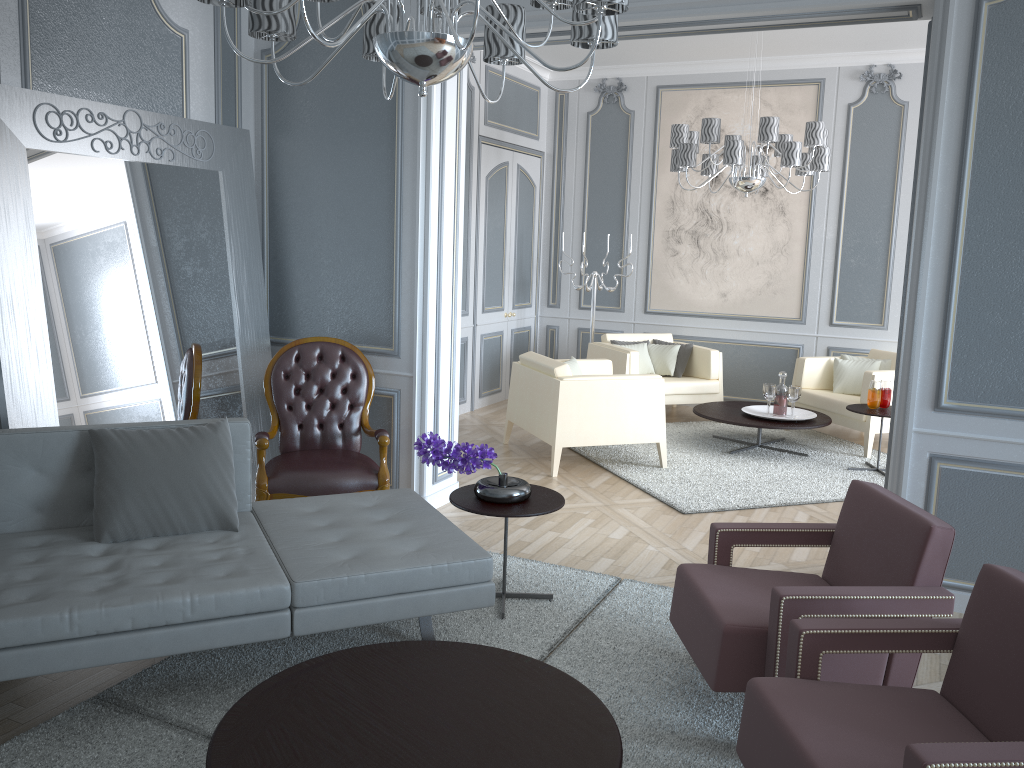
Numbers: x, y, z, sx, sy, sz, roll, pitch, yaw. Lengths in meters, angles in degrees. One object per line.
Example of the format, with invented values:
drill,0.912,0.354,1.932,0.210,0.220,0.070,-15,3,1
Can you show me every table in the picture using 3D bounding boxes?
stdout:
table,1.636,0.308,5.854,0.883,0.238,0.884,6,10,22
table,2.197,0.343,5.291,0.414,0.384,0.415,-1,9,-17
table,-0.205,0.870,1.950,0.883,0.238,0.883,10,12,42
table,-0.023,0.594,3.198,0.414,0.384,0.415,4,9,12

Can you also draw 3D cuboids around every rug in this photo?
rug,-0.252,0.971,2.034,2.019,0.010,3.210,6,10,25
rug,1.452,0.454,5.628,2.000,0.010,2.005,-1,10,-20

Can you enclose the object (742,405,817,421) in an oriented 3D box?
object,1.724,0.195,5.734,0.468,0.028,0.469,9,11,37

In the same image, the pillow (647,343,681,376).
pillow,1.123,-0.188,6.805,0.312,0.245,0.164,7,10,29

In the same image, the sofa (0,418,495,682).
sofa,-1.214,0.516,2.539,2.205,0.666,0.812,-2,10,-25

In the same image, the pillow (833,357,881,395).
pillow,2.408,-0.048,6.204,0.312,0.245,0.164,5,9,19

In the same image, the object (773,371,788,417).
object,1.738,0.062,5.723,0.086,0.289,0.086,-6,11,-43

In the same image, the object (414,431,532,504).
object,-0.139,0.292,3.149,0.425,0.221,0.207,1,9,-5

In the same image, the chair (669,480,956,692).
chair,0.797,0.619,2.480,0.606,0.619,0.578,1,9,-5

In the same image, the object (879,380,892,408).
object,2.239,0.061,5.325,0.075,0.165,0.075,0,9,-16

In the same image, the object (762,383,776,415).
object,1.673,0.097,5.786,0.080,0.196,0.080,3,8,8

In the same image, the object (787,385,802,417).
object,1.823,0.111,5.727,0.080,0.196,0.080,3,8,8

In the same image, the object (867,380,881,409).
object,2.161,0.065,5.287,0.075,0.165,0.075,4,9,14

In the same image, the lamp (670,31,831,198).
lamp,1.502,-1.737,5.560,0.976,1.117,0.978,4,9,13

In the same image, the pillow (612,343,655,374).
pillow,0.923,-0.182,6.728,0.312,0.245,0.164,-3,10,-30

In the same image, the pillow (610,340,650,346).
pillow,0.929,-0.196,6.815,0.351,0.275,0.184,-1,9,-19

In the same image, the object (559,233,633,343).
object,0.645,-0.502,7.082,0.446,1.382,0.447,-1,9,-20

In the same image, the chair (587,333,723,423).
chair,1.071,-0.051,6.770,0.855,0.619,0.739,-1,9,-20

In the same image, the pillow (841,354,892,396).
pillow,2.479,-0.054,6.256,0.351,0.275,0.184,7,10,30

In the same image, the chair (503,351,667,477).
chair,0.441,0.139,5.450,0.737,0.619,0.857,-1,9,-20

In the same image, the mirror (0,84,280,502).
mirror,-1.520,-0.244,3.745,0.251,1.788,1.403,6,9,25

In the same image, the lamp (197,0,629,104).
lamp,-0.196,-1.224,2.000,0.976,1.117,0.978,4,9,13

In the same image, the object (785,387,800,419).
object,1.788,0.122,5.652,0.080,0.196,0.080,3,8,8

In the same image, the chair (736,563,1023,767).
chair,0.824,0.731,1.786,0.606,0.619,0.578,1,9,-5

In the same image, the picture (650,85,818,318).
picture,1.722,-1.433,7.014,1.200,1.747,0.001,6,9,25

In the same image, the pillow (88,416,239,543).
pillow,-1.079,0.309,2.764,0.422,0.353,0.254,-3,10,-27

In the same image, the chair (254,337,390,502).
chair,-0.847,0.230,3.939,0.572,0.826,0.576,0,9,-15

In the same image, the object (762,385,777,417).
object,1.653,0.112,5.691,0.080,0.196,0.080,6,9,28

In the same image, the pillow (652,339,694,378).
pillow,1.202,-0.191,6.845,0.351,0.275,0.184,9,11,40

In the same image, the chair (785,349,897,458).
chair,2.465,0.100,6.123,0.737,0.619,0.857,-1,9,-20

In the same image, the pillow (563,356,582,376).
pillow,0.367,-0.009,5.538,0.182,0.285,0.361,7,10,30
